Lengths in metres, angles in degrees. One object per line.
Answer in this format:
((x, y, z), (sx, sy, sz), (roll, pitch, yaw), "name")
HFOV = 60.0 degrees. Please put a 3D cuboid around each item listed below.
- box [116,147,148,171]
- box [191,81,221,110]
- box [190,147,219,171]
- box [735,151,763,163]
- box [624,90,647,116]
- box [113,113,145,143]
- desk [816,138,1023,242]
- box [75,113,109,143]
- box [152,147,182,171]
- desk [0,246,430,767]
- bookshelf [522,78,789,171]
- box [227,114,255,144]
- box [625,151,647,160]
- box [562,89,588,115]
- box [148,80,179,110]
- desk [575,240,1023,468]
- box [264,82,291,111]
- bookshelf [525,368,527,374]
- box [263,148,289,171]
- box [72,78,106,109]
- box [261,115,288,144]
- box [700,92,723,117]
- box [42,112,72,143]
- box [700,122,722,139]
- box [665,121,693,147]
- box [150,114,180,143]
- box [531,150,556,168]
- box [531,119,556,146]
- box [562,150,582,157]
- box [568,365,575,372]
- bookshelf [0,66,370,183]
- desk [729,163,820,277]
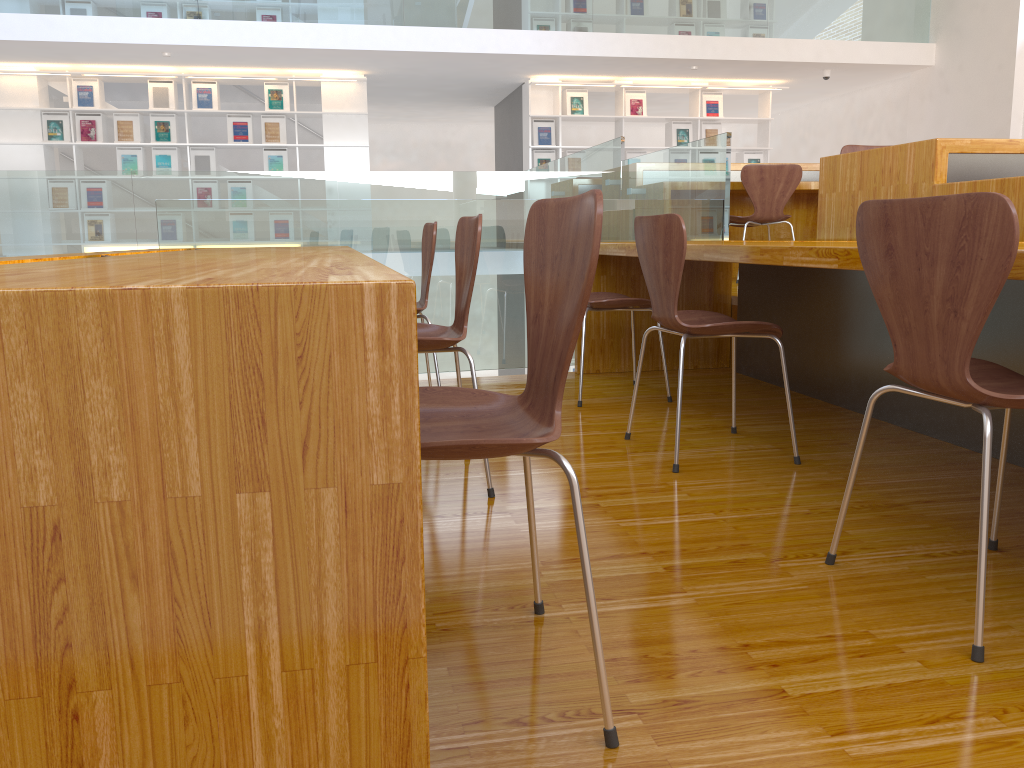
((-3.887, -2.264, 9.068), (0.245, 0.296, 0.274), (-3, 10, -11), "box")
((-3.142, -2.946, 9.106), (0.245, 0.296, 0.274), (-3, 10, -11), "box")
((-3.192, -2.294, 9.202), (0.245, 0.296, 0.274), (-3, 10, -11), "box")
((2.800, -2.574, 10.424), (0.245, 0.296, 0.274), (-3, 10, -11), "box")
((1.373, -3.158, 10.039), (0.245, 0.296, 0.274), (-3, 10, -11), "box")
((-3.892, -2.587, 9.014), (0.245, 0.296, 0.274), (-3, 10, -11), "box")
((2.995, -0.560, 3.541), (3.194, 0.762, 1.247), (-3, 10, -11), "desk")
((-4.246, -2.574, 8.958), (0.245, 0.296, 0.274), (-3, 10, -11), "box")
((-3.555, -2.278, 9.132), (0.245, 0.296, 0.274), (-3, 10, -11), "box")
((-0.983, 0.205, 2.142), (1.248, 1.022, 3.216), (-3, 10, -11), "desk")
((1.637, -2.495, 10.132), (2.984, 1.836, 0.498), (-3, 10, -11), "bookshelf")
((-2.821, -2.638, 9.220), (0.245, 0.296, 0.274), (-3, 10, -11), "box")
((1.402, -2.511, 10.154), (0.245, 0.296, 0.274), (-3, 10, -11), "box")
((0.707, -3.127, 9.913), (0.245, 0.296, 0.274), (-3, 10, -11), "box")
((-3.551, -2.927, 9.026), (0.245, 0.296, 0.274), (-3, 10, -11), "box")
((0.990, -0.103, 2.577), (0.760, 0.606, 3.356), (-3, 10, -11), "desk")
((-2.444, -2.977, 9.241), (0.245, 0.296, 0.274), (-3, 10, -11), "box")
((1.662, -0.462, 10.471), (2.984, 1.836, 0.498), (-3, 10, -11), "bookshelf")
((-2.482, -2.326, 9.340), (0.245, 0.296, 0.274), (-3, 10, -11), "box")
((-4.248, -2.897, 8.892), (0.245, 0.296, 0.274), (-3, 10, -11), "box")
((-2.488, -2.650, 9.285), (0.245, 0.296, 0.274), (-3, 10, -11), "box")
((2.277, -3.197, 10.217), (0.245, 0.296, 0.274), (-3, 10, -11), "box")
((-4.542, -2.560, 8.888), (0.245, 0.296, 0.274), (-3, 10, -11), "box")
((2.281, -2.874, 10.271), (0.245, 0.296, 0.274), (-3, 10, -11), "box")
((1.926, -2.858, 10.202), (0.245, 0.296, 0.274), (-3, 10, -11), "box")
((-3.554, -2.603, 9.079), (0.245, 0.296, 0.274), (-3, 10, -11), "box")
((0.348, -2.464, 9.950), (0.245, 0.296, 0.274), (-3, 10, -11), "box")
((0.338, -2.788, 9.895), (0.245, 0.296, 0.274), (-3, 10, -11), "box")
((0.717, -2.480, 10.021), (0.245, 0.296, 0.274), (-3, 10, -11), "box")
((0.784, -0.125, 10.421), (0.245, 0.296, 0.274), (-3, 10, -11), "box")
((-3.330, -2.273, 9.175), (3.666, 1.836, 0.498), (-3, 10, -11), "bookshelf")
((2.373, -1.162, 6.280), (3.196, 0.757, 1.248), (-3, 10, -11), "desk")
